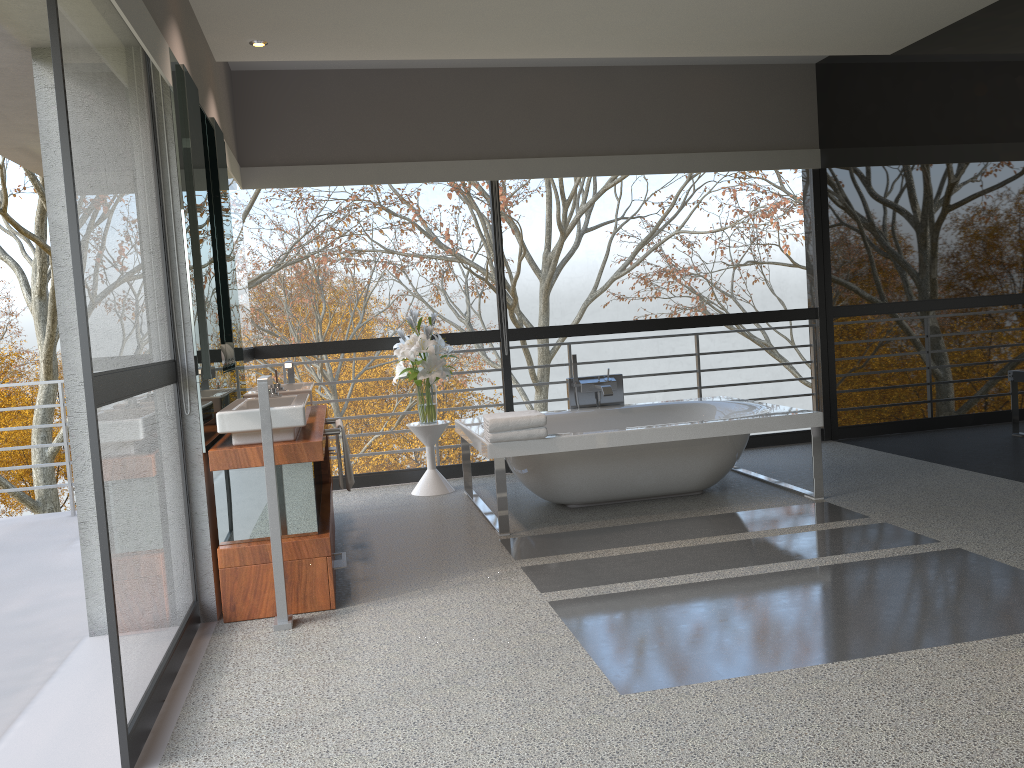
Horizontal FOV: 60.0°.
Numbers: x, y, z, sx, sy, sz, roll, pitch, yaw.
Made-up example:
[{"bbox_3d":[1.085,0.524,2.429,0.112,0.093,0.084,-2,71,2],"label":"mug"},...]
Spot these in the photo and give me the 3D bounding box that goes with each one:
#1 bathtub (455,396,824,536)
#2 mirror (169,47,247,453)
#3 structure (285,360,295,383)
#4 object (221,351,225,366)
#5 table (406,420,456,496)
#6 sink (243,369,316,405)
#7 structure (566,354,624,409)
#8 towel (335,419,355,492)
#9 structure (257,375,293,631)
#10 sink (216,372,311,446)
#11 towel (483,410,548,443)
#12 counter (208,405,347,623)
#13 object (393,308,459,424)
[{"bbox_3d":[0.714,0.450,5.554,1.958,0.504,1.328,-5,4,-11],"label":"bathtub"},{"bbox_3d":[-1.578,-0.569,4.408,0.253,1.616,1.791,-5,4,-11],"label":"mirror"},{"bbox_3d":[-1.331,0.352,5.456,0.069,0.988,0.303,-5,4,-11],"label":"structure"},{"bbox_3d":[-1.568,-0.133,4.622,0.136,0.130,0.136,-2,5,31],"label":"object"},{"bbox_3d":[-0.561,0.508,6.128,0.308,0.478,0.307,-6,4,-27],"label":"table"},{"bbox_3d":[-1.305,0.035,5.025,0.352,0.266,0.750,-5,4,-11],"label":"sink"},{"bbox_3d":[0.626,0.227,6.143,0.402,0.884,0.330,-5,4,-11],"label":"structure"},{"bbox_3d":[-0.876,0.374,4.646,0.079,0.368,0.302,-5,4,-10],"label":"towel"},{"bbox_3d":[-0.959,0.463,3.586,0.069,0.988,0.303,-5,4,-11],"label":"structure"},{"bbox_3d":[-1.098,0.096,3.985,0.352,0.266,0.750,-5,4,-11],"label":"sink"},{"bbox_3d":[0.017,0.236,4.859,0.322,0.145,0.305,-4,4,-8],"label":"towel"},{"bbox_3d":[-1.116,0.545,4.529,0.525,0.704,1.849,-5,4,-11],"label":"counter"},{"bbox_3d":[-0.615,-0.125,6.080,0.450,0.795,0.460,-3,4,17],"label":"object"}]
